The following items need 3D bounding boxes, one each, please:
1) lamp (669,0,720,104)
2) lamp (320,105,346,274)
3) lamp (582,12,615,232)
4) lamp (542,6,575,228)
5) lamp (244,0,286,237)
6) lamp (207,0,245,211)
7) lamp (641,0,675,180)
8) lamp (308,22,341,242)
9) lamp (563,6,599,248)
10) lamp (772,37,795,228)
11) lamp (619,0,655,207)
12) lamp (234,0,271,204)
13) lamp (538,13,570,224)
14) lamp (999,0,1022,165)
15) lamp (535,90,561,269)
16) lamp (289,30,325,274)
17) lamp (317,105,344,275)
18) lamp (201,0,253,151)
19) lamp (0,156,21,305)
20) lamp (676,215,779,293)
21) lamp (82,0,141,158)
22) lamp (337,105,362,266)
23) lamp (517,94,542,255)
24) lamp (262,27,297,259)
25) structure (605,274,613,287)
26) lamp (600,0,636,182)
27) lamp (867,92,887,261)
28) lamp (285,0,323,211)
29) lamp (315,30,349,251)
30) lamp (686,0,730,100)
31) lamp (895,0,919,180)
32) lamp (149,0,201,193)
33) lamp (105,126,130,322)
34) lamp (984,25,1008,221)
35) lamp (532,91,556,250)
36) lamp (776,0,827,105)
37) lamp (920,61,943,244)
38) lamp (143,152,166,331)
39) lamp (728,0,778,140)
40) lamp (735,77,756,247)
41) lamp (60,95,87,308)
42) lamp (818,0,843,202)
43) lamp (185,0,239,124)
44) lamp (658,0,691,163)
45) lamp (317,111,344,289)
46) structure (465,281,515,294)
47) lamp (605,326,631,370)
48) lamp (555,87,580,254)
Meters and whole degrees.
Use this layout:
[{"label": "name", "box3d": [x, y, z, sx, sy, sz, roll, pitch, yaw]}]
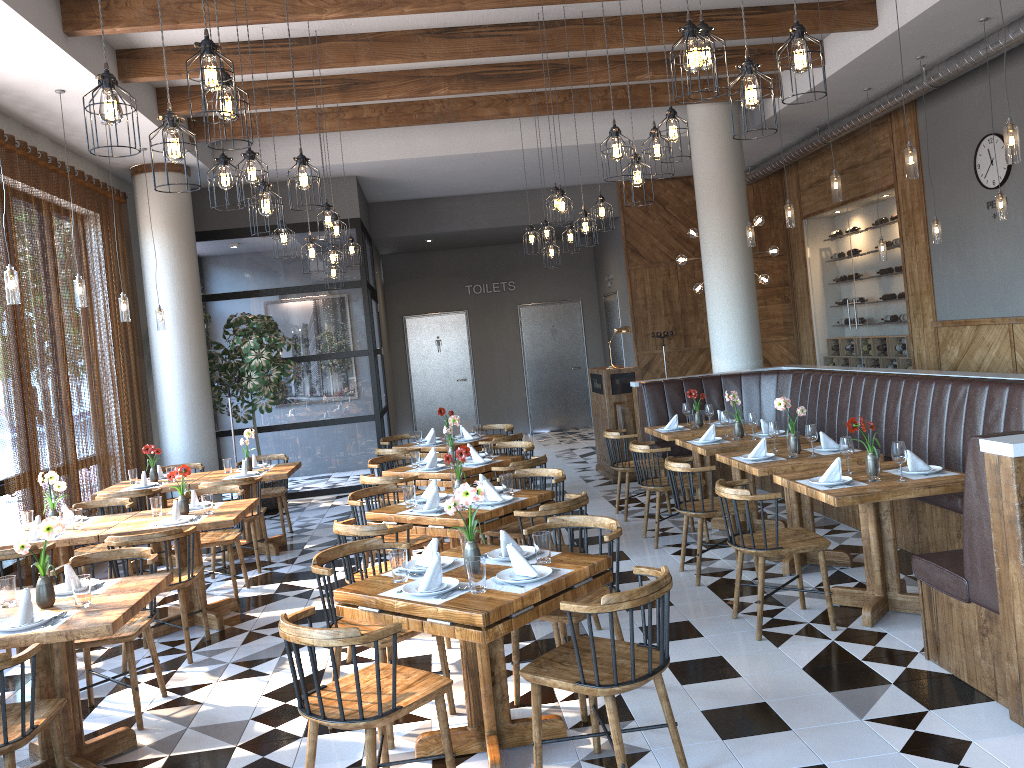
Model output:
[{"label": "lamp", "box3d": [0.639, -2.179, 3.555, 0.175, 2.070, 0.175, -6, 0, 2]}, {"label": "lamp", "box3d": [-1.947, -2.199, 9.341, 0.175, 2.070, 0.175, -6, 0, -4]}, {"label": "lamp", "box3d": [0.676, -2.330, 7.513, 0.175, 2.070, 0.175, -5, 0, 35]}, {"label": "lamp", "box3d": [0.323, -2.326, 7.256, 0.175, 2.070, 0.175, -6, 0, -33]}, {"label": "lamp", "box3d": [-1.459, -1.860, 4.931, 0.175, 2.070, 0.175, -6, 0, 14]}, {"label": "lamp", "box3d": [-1.690, -2.013, 4.950, 0.175, 2.070, 0.175, -6, 0, 3]}, {"label": "lamp", "box3d": [0.788, -2.281, 5.351, 0.175, 2.070, 0.175, -5, 0, 45]}, {"label": "lamp", "box3d": [-1.569, -2.187, 7.139, 0.175, 2.070, 0.175, -6, 0, -11]}, {"label": "lamp", "box3d": [0.525, -2.176, 7.366, 0.175, 2.070, 0.175, -6, 0, -22]}, {"label": "lamp", "box3d": [2.545, -2.458, 8.388, 0.078, 1.963, 0.078, -6, 0, -19]}, {"label": "lamp", "box3d": [0.649, -2.085, 5.205, 0.175, 2.070, 0.175, -6, 0, -34]}, {"label": "lamp", "box3d": [-1.595, -2.088, 5.132, 0.175, 2.070, 0.175, -6, 0, 14]}, {"label": "lamp", "box3d": [0.293, -2.390, 7.462, 0.175, 2.070, 0.175, -6, 0, -22]}, {"label": "lamp", "box3d": [2.841, -2.270, 5.184, 0.078, 1.963, 0.078, -6, 0, 35]}, {"label": "lamp", "box3d": [0.326, -2.249, 9.293, 0.175, 2.070, 0.175, -5, 0, 39]}, {"label": "lamp", "box3d": [-1.733, -1.946, 7.278, 0.175, 2.070, 0.175, -6, 0, -11]}, {"label": "lamp", "box3d": [-1.890, -2.140, 8.910, 0.175, 2.070, 0.175, -6, 0, -26]}, {"label": "lamp", "box3d": [-1.241, -1.991, 3.567, 0.175, 2.070, 0.175, -6, 0, -30]}, {"label": "lamp", "box3d": [-3.415, -1.510, 5.896, 0.078, 1.963, 0.078, -6, 0, 2]}, {"label": "lamp", "box3d": [2.913, -2.126, 12.113, 1.164, 2.191, 1.184, -7, 1, -44]}, {"label": "lamp", "box3d": [-1.596, -1.901, 3.326, 0.175, 2.070, 0.175, -5, 0, 38]}, {"label": "lamp", "box3d": [-1.761, -2.270, 9.261, 0.175, 2.070, 0.175, -6, 0, 8]}, {"label": "lamp", "box3d": [0.123, -2.409, 9.399, 0.175, 2.070, 0.175, -6, 0, 27]}, {"label": "lamp", "box3d": [-1.935, -2.051, 7.163, 0.175, 2.070, 0.175, -6, 0, -44]}, {"label": "structure", "box3d": [1.680, -1.773, 15.243, 0.025, 0.197, 0.565, -6, 2, -5]}, {"label": "lamp", "box3d": [0.509, -2.193, 5.023, 0.175, 2.070, 0.175, -6, 0, 22]}, {"label": "lamp", "box3d": [3.937, -2.316, 9.615, 0.078, 1.963, 0.078, -6, 0, 27]}, {"label": "lamp", "box3d": [-1.253, -2.014, 4.954, 0.175, 2.070, 0.175, -6, 0, -19]}, {"label": "lamp", "box3d": [-1.548, -2.143, 7.347, 0.175, 2.070, 0.175, -6, 0, -22]}, {"label": "lamp", "box3d": [0.730, -2.254, 3.739, 0.175, 2.070, 0.175, -6, 0, 13]}, {"label": "lamp", "box3d": [2.734, -2.425, 6.251, 0.078, 1.963, 0.078, -6, 0, 14]}, {"label": "lamp", "box3d": [-1.413, -1.794, 3.468, 0.175, 2.070, 0.175, -6, 0, -19]}, {"label": "lamp", "box3d": [-3.603, -1.543, 8.032, 0.078, 1.963, 0.078, -6, 0, -19]}, {"label": "lamp", "box3d": [4.106, -2.379, 7.583, 0.078, 1.963, 0.078, -6, 0, 30]}, {"label": "lamp", "box3d": [0.284, -2.488, 9.523, 0.175, 2.070, 0.175, -5, 0, 39]}, {"label": "lamp", "box3d": [1.075, -2.180, 3.568, 0.175, 2.070, 0.175, -6, 0, -20]}, {"label": "lamp", "box3d": [4.025, -2.333, 8.567, 0.078, 1.963, 0.078, -6, 0, -19]}, {"label": "lamp", "box3d": [-3.691, -1.525, 9.080, 0.078, 1.963, 0.078, -6, 0, 27]}, {"label": "lamp", "box3d": [0.870, -2.027, 3.540, 0.175, 2.070, 0.175, -6, 0, 13]}, {"label": "lamp", "box3d": [2.457, -2.441, 9.435, 0.078, 1.963, 0.078, -6, 0, 27]}, {"label": "lamp", "box3d": [-3.522, -1.589, 7.048, 0.078, 1.963, 0.078, -6, 0, -15]}, {"label": "lamp", "box3d": [2.626, -2.504, 7.403, 0.078, 1.963, 0.078, -6, 0, 30]}, {"label": "lamp", "box3d": [-1.231, -2.039, 3.359, 0.175, 2.070, 0.175, -6, 0, -19]}, {"label": "lamp", "box3d": [0.851, -2.334, 5.154, 0.175, 2.070, 0.175, -6, 0, -34]}, {"label": "lamp", "box3d": [-1.925, -2.015, 9.127, 0.175, 2.070, 0.175, -6, 0, 8]}, {"label": "structure", "box3d": [-0.398, -1.765, 16.298, 0.916, 0.166, 0.035, -6, 0, -5]}, {"label": "lamp", "box3d": [1.256, -0.295, 10.463, 0.446, 0.756, 0.170, -6, 1, -30]}, {"label": "lamp", "box3d": [0.522, -2.397, 9.223, 0.175, 2.070, 0.175, -6, 0, 5]}]
